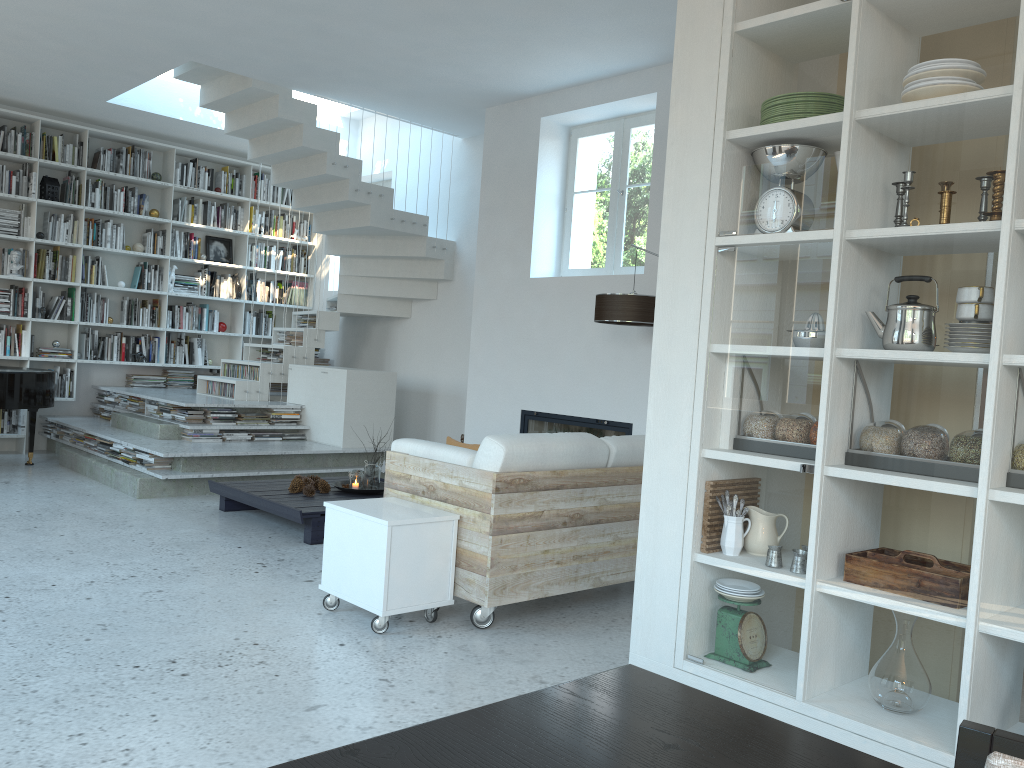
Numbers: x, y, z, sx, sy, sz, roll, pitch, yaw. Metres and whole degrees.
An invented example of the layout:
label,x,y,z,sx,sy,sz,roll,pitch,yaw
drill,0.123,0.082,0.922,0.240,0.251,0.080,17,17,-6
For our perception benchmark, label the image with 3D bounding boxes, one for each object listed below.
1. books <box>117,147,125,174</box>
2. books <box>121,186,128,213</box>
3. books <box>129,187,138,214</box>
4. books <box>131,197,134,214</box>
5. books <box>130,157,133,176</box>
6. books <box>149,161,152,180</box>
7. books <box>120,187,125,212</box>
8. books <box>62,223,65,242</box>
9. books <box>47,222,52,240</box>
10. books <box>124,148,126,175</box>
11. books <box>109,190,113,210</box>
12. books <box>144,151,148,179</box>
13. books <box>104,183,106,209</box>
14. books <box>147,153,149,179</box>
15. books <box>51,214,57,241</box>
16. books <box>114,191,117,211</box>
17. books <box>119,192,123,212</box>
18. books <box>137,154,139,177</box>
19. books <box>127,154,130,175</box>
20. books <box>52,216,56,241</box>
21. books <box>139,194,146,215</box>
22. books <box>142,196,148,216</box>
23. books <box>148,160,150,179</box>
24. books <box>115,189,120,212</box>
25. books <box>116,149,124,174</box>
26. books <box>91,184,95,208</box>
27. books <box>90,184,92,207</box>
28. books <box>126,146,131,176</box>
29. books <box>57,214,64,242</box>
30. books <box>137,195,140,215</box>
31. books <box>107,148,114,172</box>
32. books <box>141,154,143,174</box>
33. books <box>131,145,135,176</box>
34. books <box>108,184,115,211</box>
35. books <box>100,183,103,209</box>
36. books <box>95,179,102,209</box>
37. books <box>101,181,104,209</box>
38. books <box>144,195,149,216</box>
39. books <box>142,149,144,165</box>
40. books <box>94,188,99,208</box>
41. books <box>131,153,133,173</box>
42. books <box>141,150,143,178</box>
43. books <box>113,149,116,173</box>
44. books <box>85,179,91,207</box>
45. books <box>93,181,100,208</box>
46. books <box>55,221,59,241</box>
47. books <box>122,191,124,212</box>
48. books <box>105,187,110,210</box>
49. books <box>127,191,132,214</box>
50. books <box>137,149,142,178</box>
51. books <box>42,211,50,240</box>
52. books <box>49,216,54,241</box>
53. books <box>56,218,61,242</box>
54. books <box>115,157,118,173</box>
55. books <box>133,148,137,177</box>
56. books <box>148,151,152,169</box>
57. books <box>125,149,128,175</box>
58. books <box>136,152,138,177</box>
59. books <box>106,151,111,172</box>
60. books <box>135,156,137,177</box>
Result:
label,x,y,z,sx,sy,sz,roll,pitch,yaw
books,-3.918,-2.213,8.868,0.024,0.292,0.167,2,3,-43
books,-3.907,-1.841,8.925,0.012,0.285,0.159,2,3,-43
books,-3.832,-1.837,8.959,0.029,0.285,0.183,2,3,-43
books,-3.865,-1.787,8.951,0.027,0.182,0.176,2,3,-43
books,-3.851,-2.163,8.904,0.018,0.201,0.188,2,3,-43
books,-3.721,-2.162,9.040,0.014,0.209,0.188,2,3,-43
books,-3.922,-1.831,8.895,0.012,0.265,0.156,2,3,-43
books,-4.346,-1.447,8.527,0.024,0.195,0.172,2,3,-43
books,-4.427,-1.446,8.452,0.028,0.185,0.181,2,3,-43
books,-3.911,-2.214,8.891,0.017,0.295,0.138,2,3,-43
books,-4.016,-1.815,8.831,0.028,0.223,0.142,2,3,-43
books,-3.748,-2.207,9.013,0.013,0.297,0.188,2,3,-43
books,-4.060,-1.844,8.790,0.012,0.277,0.133,2,3,-43
books,-3.736,-2.197,9.016,0.008,0.279,0.180,2,3,-43
books,-4.398,-1.491,8.497,0.019,0.275,0.146,2,3,-43
books,-3.984,-1.810,8.854,0.025,0.216,0.144,2,3,-43
books,-3.933,-1.803,8.866,0.021,0.209,0.180,2,3,-43
books,-3.807,-2.188,8.971,0.024,0.252,0.149,2,3,-43
books,-3.875,-2.180,8.895,0.018,0.231,0.160,2,3,-43
books,-4.409,-1.478,8.487,0.028,0.250,0.164,2,3,-43
books,-3.783,-1.810,9.011,0.054,0.235,0.171,2,3,-43
books,-3.773,-1.801,9.033,0.048,0.216,0.182,2,3,-43
books,-3.738,-2.165,9.036,0.018,0.214,0.157,2,3,-43
books,-3.958,-1.819,8.861,0.023,0.237,0.149,2,3,-43
books,-3.923,-2.195,8.834,0.028,0.258,0.184,2,3,-43
books,-4.133,-1.830,8.704,0.026,0.243,0.148,2,3,-43
books,-4.151,-1.829,8.696,0.012,0.240,0.138,2,3,-43
books,-3.867,-2.220,8.906,0.006,0.312,0.179,2,3,-43
books,-4.347,-1.487,8.506,0.028,0.275,0.186,2,3,-43
books,-3.822,-1.801,8.991,0.030,0.213,0.156,2,3,-43
books,-3.997,-2.197,8.794,0.030,0.255,0.161,2,3,-43
books,-3.786,-2.190,8.988,0.014,0.259,0.149,2,3,-43
books,-3.842,-2.227,8.926,0.007,0.329,0.183,2,3,-43
books,-3.997,-1.845,8.841,0.013,0.284,0.154,2,3,-43
books,-4.076,-1.840,8.745,0.010,0.269,0.166,2,3,-43
books,-4.084,-1.859,8.737,0.014,0.307,0.152,2,3,-43
books,-4.067,-1.854,8.773,0.021,0.296,0.138,2,3,-43
books,-3.758,-1.807,9.071,0.026,0.229,0.140,2,3,-43
books,-3.778,-2.222,9.022,0.008,0.321,0.133,2,3,-43
books,-4.103,-1.810,8.709,0.026,0.208,0.181,2,3,-43
books,-3.850,-2.189,8.923,0.008,0.251,0.170,2,3,-43
books,-3.777,-2.210,9.001,0.019,0.299,0.137,2,3,-43
books,-3.979,-2.197,8.813,0.021,0.256,0.168,2,3,-43
books,-4.156,-1.852,8.669,0.012,0.285,0.159,2,3,-43
books,-4.098,-1.848,8.733,0.011,0.283,0.172,2,3,-43
books,-4.391,-1.456,8.506,0.023,0.207,0.170,2,3,-43
books,-3.931,-1.810,8.887,0.011,0.222,0.159,2,3,-43
books,-4.031,-1.824,8.786,0.027,0.241,0.160,2,3,-43
books,-3.881,-1.816,8.927,0.030,0.238,0.185,2,3,-43
books,-3.788,-2.214,8.975,0.008,0.307,0.182,2,3,-43
books,-4.448,-1.498,8.457,0.018,0.285,0.159,2,3,-43
books,-4.425,-1.475,8.479,0.024,0.243,0.159,2,3,-43
books,-4.376,-1.470,8.511,0.023,0.236,0.178,2,3,-43
books,-3.974,-2.165,8.845,0.031,0.190,0.132,2,3,-43
books,-3.823,-2.211,8.922,0.015,0.299,0.183,2,3,-43
books,-3.711,-2.210,9.046,0.006,0.306,0.163,2,3,-43
books,-3.895,-2.208,8.899,0.007,0.285,0.159,2,3,-43
books,-3.819,-2.199,8.960,0.008,0.275,0.163,2,3,-43
books,-4.019,-2.184,8.775,0.028,0.226,0.163,2,3,-43
books,-3.828,-2.203,8.956,0.012,0.280,0.144,2,3,-43
